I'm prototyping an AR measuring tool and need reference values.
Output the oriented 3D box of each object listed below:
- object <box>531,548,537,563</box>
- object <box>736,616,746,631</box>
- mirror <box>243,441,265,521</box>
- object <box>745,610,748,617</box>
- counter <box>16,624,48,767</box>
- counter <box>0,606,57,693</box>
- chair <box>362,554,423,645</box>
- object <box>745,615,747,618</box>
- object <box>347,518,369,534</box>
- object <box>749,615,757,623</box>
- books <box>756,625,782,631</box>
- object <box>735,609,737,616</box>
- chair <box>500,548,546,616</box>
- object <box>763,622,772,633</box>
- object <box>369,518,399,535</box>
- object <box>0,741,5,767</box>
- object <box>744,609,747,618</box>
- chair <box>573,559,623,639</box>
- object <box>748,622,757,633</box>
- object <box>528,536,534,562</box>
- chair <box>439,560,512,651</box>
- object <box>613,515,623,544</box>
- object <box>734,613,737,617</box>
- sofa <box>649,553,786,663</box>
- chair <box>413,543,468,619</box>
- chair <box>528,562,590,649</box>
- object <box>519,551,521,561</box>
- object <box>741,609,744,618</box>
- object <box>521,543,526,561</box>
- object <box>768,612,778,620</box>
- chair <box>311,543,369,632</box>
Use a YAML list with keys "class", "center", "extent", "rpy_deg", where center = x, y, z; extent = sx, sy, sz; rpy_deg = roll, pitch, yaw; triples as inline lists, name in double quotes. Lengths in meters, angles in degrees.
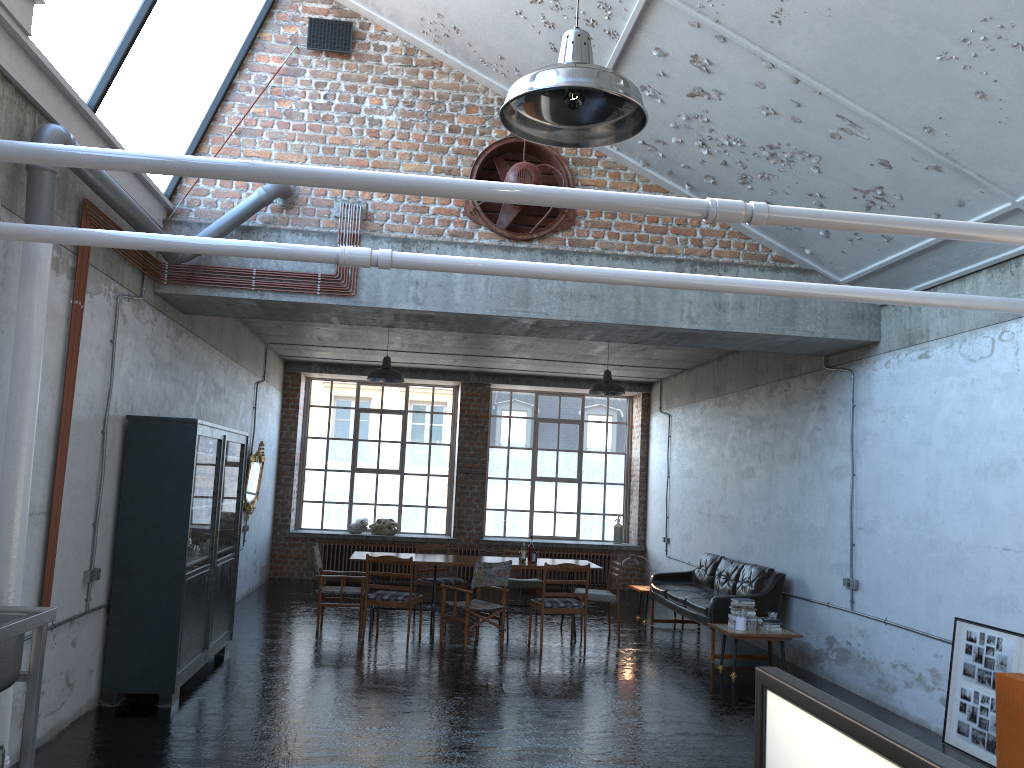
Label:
- class: "object"
  center: [0.287, 2.187, 11.315]
  extent: [0.051, 0.180, 0.097]
  rpy_deg: [7, -8, -34]
- class: "object"
  center: [2.435, 2.548, 9.432]
  extent: [0.110, 0.137, 0.110]
  rpy_deg: [3, -6, -6]
- class: "mirror"
  center: [-3.800, 1.431, 13.124]
  extent: [0.172, 1.182, 1.339]
  rpy_deg: [3, -6, -6]
- class: "object"
  center: [2.480, 2.496, 9.447]
  extent: [0.062, 0.169, 0.009]
  rpy_deg: [3, -6, -7]
- class: "counter"
  center: [-2.452, 1.566, 3.126]
  extent: [0.589, 1.160, 2.374]
  rpy_deg: [3, -6, -6]
- class: "counter"
  center: [-2.445, 1.234, 3.161]
  extent: [0.625, 0.644, 2.435]
  rpy_deg: [3, -6, -6]
- class: "chair"
  center: [-1.393, 2.524, 10.462]
  extent: [0.573, 1.028, 0.509]
  rpy_deg: [1, -6, 13]
- class: "object"
  center: [2.462, 2.527, 9.426]
  extent: [0.068, 0.159, 0.009]
  rpy_deg: [2, -6, 7]
- class: "object"
  center: [-2.828, 2.609, 16.304]
  extent: [0.281, 0.281, 0.575]
  rpy_deg: [0, -7, 20]
- class: "object"
  center: [2.564, 2.544, 9.431]
  extent: [0.087, 0.155, 0.087]
  rpy_deg: [7, -8, -34]
- class: "books"
  center: [2.766, 2.632, 9.587]
  extent: [0.179, 0.034, 0.243]
  rpy_deg: [5, -7, -23]
- class: "object"
  center: [2.400, 2.505, 9.461]
  extent: [0.046, 0.202, 0.023]
  rpy_deg: [-1, -7, 29]
- class: "chair"
  center: [0.141, 2.846, 12.565]
  extent: [0.589, 0.971, 0.577]
  rpy_deg: [3, -6, -7]
- class: "object"
  center: [2.688, 2.568, 9.338]
  extent: [0.092, 0.099, 0.092]
  rpy_deg: [6, -7, -29]
- class: "object"
  center: [-2.375, 2.618, 16.292]
  extent: [0.418, 0.305, 0.625]
  rpy_deg: [7, -7, -32]
- class: "object"
  center: [-2.465, 1.824, 4.169]
  extent: [0.130, 0.285, 0.130]
  rpy_deg: [5, -7, -20]
- class: "object"
  center: [2.479, 2.489, 9.461]
  extent: [0.052, 0.185, 0.009]
  rpy_deg: [3, -6, -5]
- class: "chair"
  center: [1.115, 2.769, 11.453]
  extent: [0.577, 0.971, 0.589]
  rpy_deg: [3, -6, -7]
- class: "object"
  center: [2.526, 2.558, 9.320]
  extent: [0.092, 0.099, 0.092]
  rpy_deg: [6, -7, -29]
- class: "object"
  center: [0.247, 2.126, 11.446]
  extent: [0.075, 0.324, 0.075]
  rpy_deg: [1, -7, 19]
- class: "chair"
  center: [-0.423, 2.540, 10.322]
  extent: [0.574, 1.031, 0.713]
  rpy_deg: [7, -8, -36]
- class: "object"
  center: [2.023, 2.768, 16.897]
  extent: [0.172, 0.551, 0.172]
  rpy_deg: [-2, -8, 37]
- class: "object"
  center: [2.415, 2.513, 9.447]
  extent: [0.137, 0.190, 0.009]
  rpy_deg: [3, -6, -3]
- class: "sofa"
  center: [2.519, 2.745, 11.282]
  extent: [0.929, 1.045, 2.610]
  rpy_deg: [3, -6, -6]
- class: "chair"
  center: [-0.985, 2.744, 12.279]
  extent: [0.573, 1.028, 0.509]
  rpy_deg: [8, -8, -42]
- class: "chair"
  center: [0.557, 2.627, 10.562]
  extent: [0.573, 1.028, 0.509]
  rpy_deg: [5, -7, -17]
- class: "object"
  center: [0.129, 2.205, 11.500]
  extent: [0.077, 0.173, 0.077]
  rpy_deg: [5, -7, -21]
- class: "object"
  center: [2.462, 2.509, 9.475]
  extent: [0.023, 0.204, 0.037]
  rpy_deg: [-1, -8, 33]
- class: "object"
  center: [0.149, 2.158, 11.390]
  extent: [0.070, 0.235, 0.041]
  rpy_deg: [3, -6, -7]
- class: "object"
  center: [2.815, 2.506, 9.584]
  extent: [0.103, 0.068, 0.103]
  rpy_deg: [7, -8, -33]
- class: "chair"
  center: [-2.156, 2.543, 11.083]
  extent: [0.713, 1.031, 0.574]
  rpy_deg: [3, -6, -6]
